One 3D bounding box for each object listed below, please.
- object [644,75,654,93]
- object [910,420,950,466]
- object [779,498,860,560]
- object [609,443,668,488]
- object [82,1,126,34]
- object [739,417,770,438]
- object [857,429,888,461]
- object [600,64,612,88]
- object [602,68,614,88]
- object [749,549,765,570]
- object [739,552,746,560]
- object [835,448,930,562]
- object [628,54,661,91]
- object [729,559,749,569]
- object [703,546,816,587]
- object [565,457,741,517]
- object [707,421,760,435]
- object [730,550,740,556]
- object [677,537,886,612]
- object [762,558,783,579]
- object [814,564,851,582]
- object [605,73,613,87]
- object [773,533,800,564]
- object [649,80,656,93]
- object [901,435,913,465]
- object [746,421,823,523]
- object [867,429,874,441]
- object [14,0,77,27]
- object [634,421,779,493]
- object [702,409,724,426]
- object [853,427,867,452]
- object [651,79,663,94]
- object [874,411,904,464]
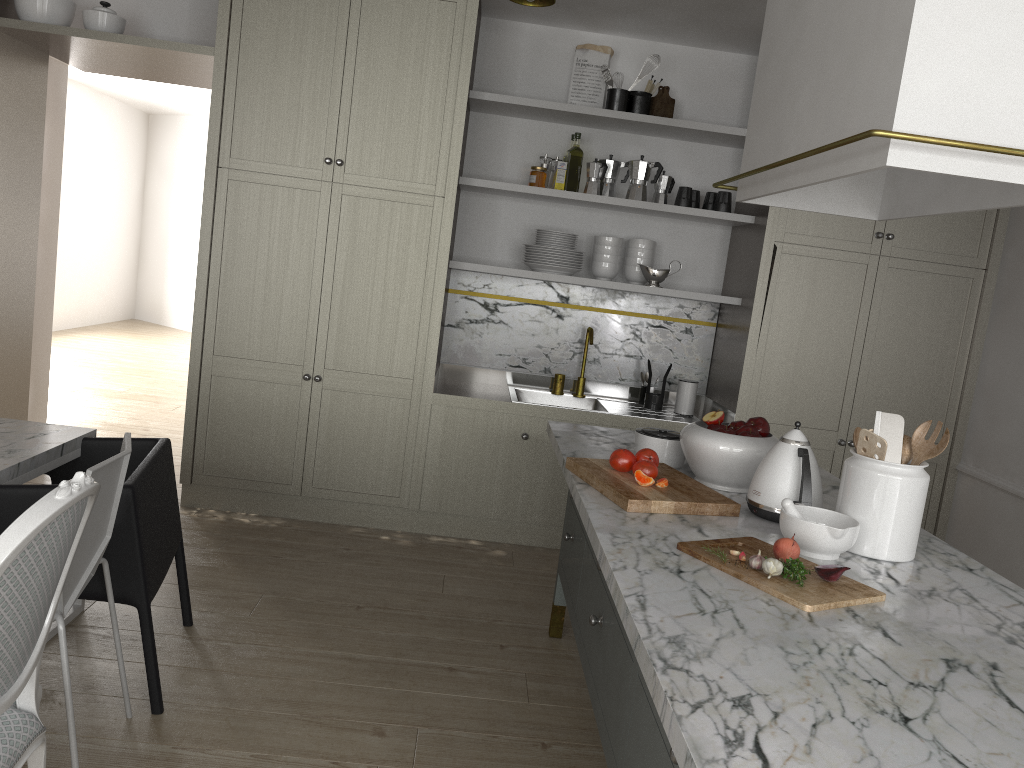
[{"bbox_3d":[0.607,-1.313,4.077,0.023,0.201,0.083,2,9,-37],"label":"object"},{"bbox_3d":[0.859,0.218,1.938,0.131,0.296,0.056,10,8,16],"label":"object"},{"bbox_3d":[0.637,0.298,1.862,0.172,0.110,0.159,14,10,42],"label":"object"},{"bbox_3d":[0.331,0.200,2.217,0.135,0.079,0.194,6,8,-14],"label":"object"},{"bbox_3d":[-1.761,-1.565,3.828,0.174,0.161,0.176,8,7,2],"label":"object"},{"bbox_3d":[0.644,0.136,2.365,0.071,0.091,0.167,10,8,22],"label":"object"},{"bbox_3d":[0.759,0.223,1.931,0.054,0.262,0.149,9,8,12],"label":"object"},{"bbox_3d":[0.437,-1.374,4.034,0.085,0.148,0.050,7,7,-1],"label":"object"},{"bbox_3d":[0.463,-1.323,4.017,0.132,0.185,0.039,6,8,-12],"label":"object"},{"bbox_3d":[0.460,0.327,1.656,0.034,0.037,0.033,4,8,-25],"label":"object"},{"bbox_3d":[0.442,0.330,1.694,0.013,0.017,0.030,8,7,6],"label":"object"},{"bbox_3d":[0.803,0.259,1.935,0.174,0.208,0.174,9,8,14],"label":"object"},{"bbox_3d":[0.594,-1.399,4.004,0.135,0.187,0.070,7,7,0],"label":"object"},{"bbox_3d":[0.435,0.336,1.677,0.043,0.008,0.059,13,10,38],"label":"object"},{"bbox_3d":[0.469,0.329,1.677,0.224,0.058,0.116,12,9,32],"label":"object"},{"bbox_3d":[0.339,0.253,2.221,0.290,0.030,0.400,5,8,-18],"label":"object"},{"bbox_3d":[0.593,0.138,2.396,0.135,0.074,0.154,6,7,-7],"label":"object"},{"bbox_3d":[0.433,0.328,1.731,0.015,0.010,0.028,3,8,-28],"label":"object"},{"bbox_3d":[0.503,0.354,1.686,0.220,0.012,0.330,3,9,-33],"label":"object"},{"bbox_3d":[0.476,0.335,1.620,0.037,0.036,0.035,5,8,-15],"label":"object"},{"bbox_3d":[0.585,0.346,1.634,0.049,0.039,0.057,7,7,-6],"label":"object"},{"bbox_3d":[0.469,-1.335,4.098,0.098,0.199,0.059,10,8,16],"label":"object"},{"bbox_3d":[0.540,0.322,1.721,0.090,0.051,0.050,1,10,-39],"label":"object"},{"bbox_3d":[0.621,-1.316,4.118,0.079,0.202,0.023,4,8,-23],"label":"object"},{"bbox_3d":[0.851,0.239,1.948,0.050,0.247,0.114,8,7,2],"label":"object"},{"bbox_3d":[0.655,0.205,2.103,0.178,0.236,0.204,12,9,33],"label":"object"},{"bbox_3d":[0.823,0.232,1.966,0.118,0.250,0.033,13,9,37],"label":"object"},{"bbox_3d":[-2.008,-1.622,3.812,0.241,0.214,0.243,8,7,2],"label":"object"},{"bbox_3d":[0.581,0.182,2.514,0.364,0.156,0.491,4,8,-26],"label":"object"},{"bbox_3d":[0.555,0.094,2.444,0.054,0.048,0.061,1,10,-39],"label":"object"},{"bbox_3d":[0.778,0.228,1.946,0.061,0.251,0.117,4,8,-23],"label":"object"},{"bbox_3d":[0.633,-1.320,4.102,0.106,0.191,0.016,8,7,7],"label":"object"},{"bbox_3d":[0.814,0.214,1.938,0.064,0.290,0.141,9,8,11],"label":"object"}]
